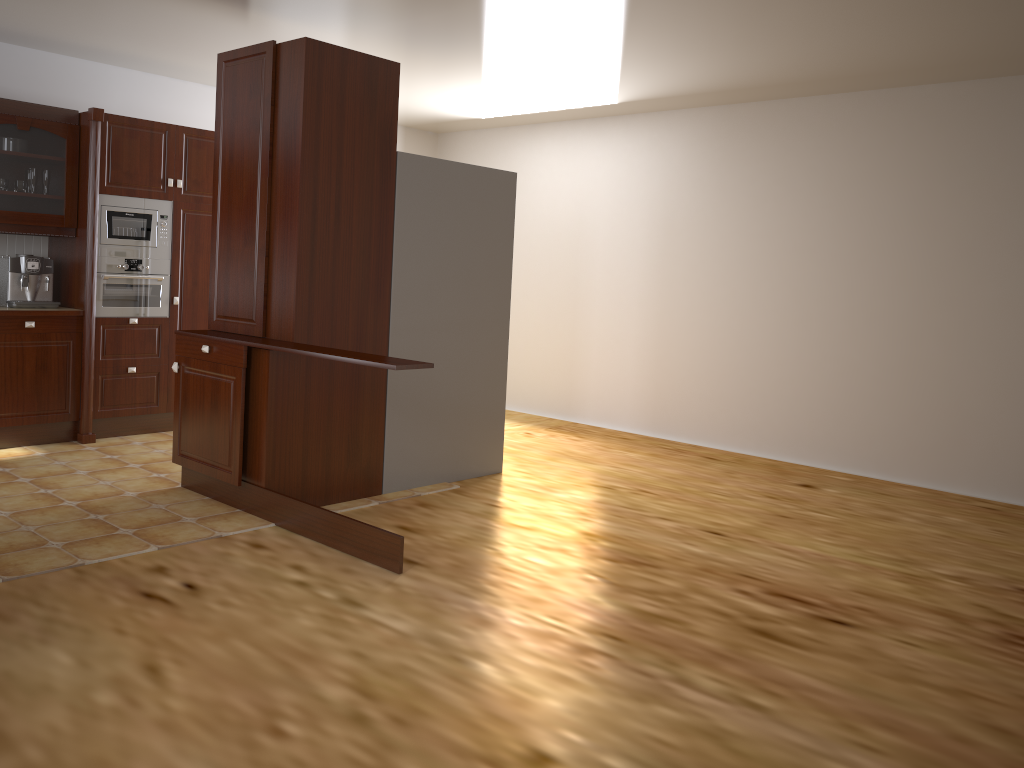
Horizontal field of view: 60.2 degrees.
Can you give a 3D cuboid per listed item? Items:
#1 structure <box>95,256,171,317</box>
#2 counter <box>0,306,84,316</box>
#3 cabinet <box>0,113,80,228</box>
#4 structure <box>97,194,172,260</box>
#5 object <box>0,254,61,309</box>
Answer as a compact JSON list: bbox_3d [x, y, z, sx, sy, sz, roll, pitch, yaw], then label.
[{"bbox_3d":[-2.413,-0.614,5.630,0.041,0.373,0.495,5,6,41],"label":"structure"},{"bbox_3d":[-3.294,-0.313,4.136,1.833,0.032,2.787,9,9,41],"label":"counter"},{"bbox_3d":[-3.102,-1.133,3.965,1.374,0.775,2.785,8,8,41],"label":"cabinet"},{"bbox_3d":[-2.512,-1.011,5.718,0.318,0.384,0.495,7,7,41],"label":"structure"},{"bbox_3d":[-2.966,-0.632,5.419,0.325,0.320,0.275,7,6,41],"label":"object"}]
